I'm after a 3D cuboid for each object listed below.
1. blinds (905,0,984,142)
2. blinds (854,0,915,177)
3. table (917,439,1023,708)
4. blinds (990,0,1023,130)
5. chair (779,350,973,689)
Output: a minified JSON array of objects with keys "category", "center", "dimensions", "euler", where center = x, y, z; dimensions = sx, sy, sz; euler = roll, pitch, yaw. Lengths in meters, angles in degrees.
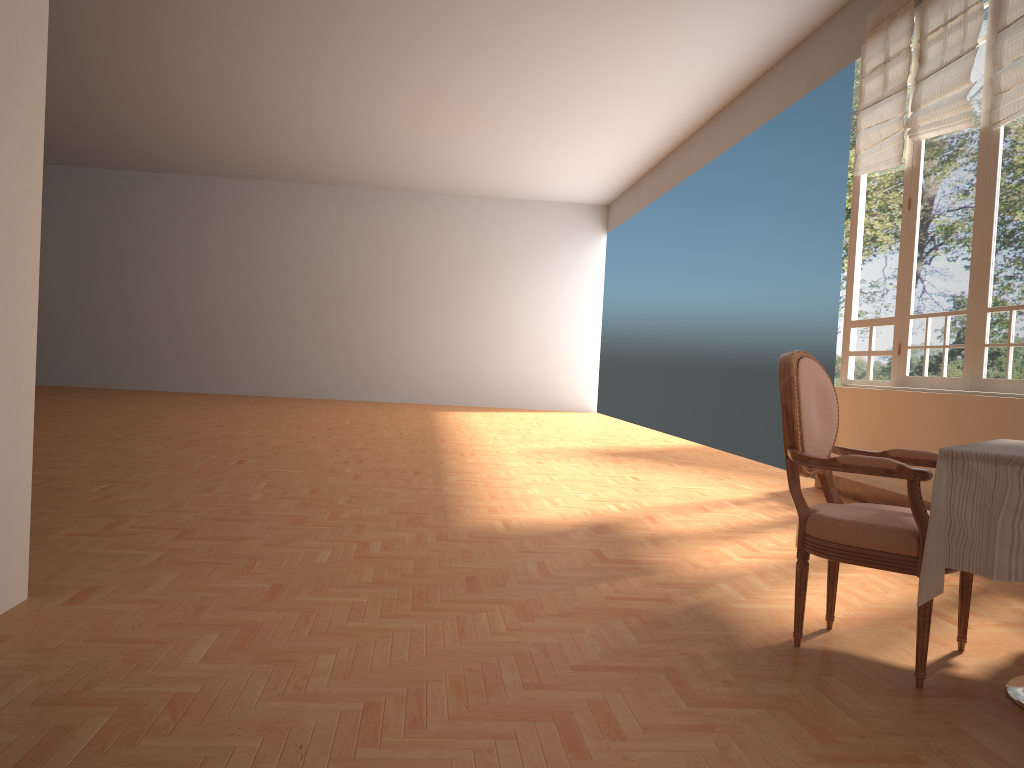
[{"category":"blinds","center":[2.758,-2.173,5.645],"dimensions":[0.085,1.236,0.699],"euler":[3,2,-6]},{"category":"blinds","center":[2.694,-2.165,6.432],"dimensions":[0.038,1.293,0.689],"euler":[3,2,-6]},{"category":"table","center":[1.617,0.529,2.333],"dimensions":[0.829,0.677,0.831],"euler":[4,2,39]},{"category":"blinds","center":[2.847,-2.117,4.797],"dimensions":[0.054,1.302,0.689],"euler":[3,2,-6]},{"category":"chair","center":[1.119,0.367,2.774],"dimensions":[0.592,0.932,0.521],"euler":[4,2,39]}]
